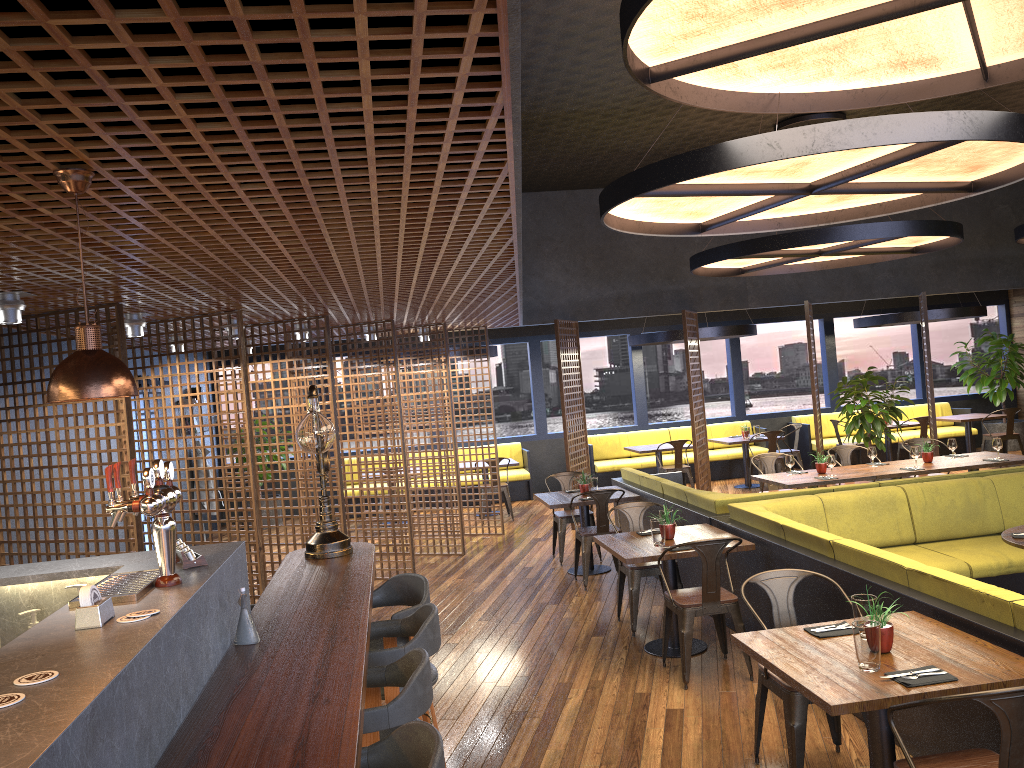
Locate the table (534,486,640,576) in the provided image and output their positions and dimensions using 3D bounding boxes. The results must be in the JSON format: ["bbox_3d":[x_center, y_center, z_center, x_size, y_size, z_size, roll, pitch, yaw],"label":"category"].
[{"bbox_3d":[0.767,1.498,8.946,0.887,0.763,0.906,-5,0,-8],"label":"table"}]

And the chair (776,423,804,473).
[{"bbox_3d":[4.309,1.093,13.945,0.541,0.917,0.504,-5,0,-8],"label":"chair"}]

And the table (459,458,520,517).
[{"bbox_3d":[-0.363,1.569,13.304,0.887,0.763,0.906,-5,0,-8],"label":"table"}]

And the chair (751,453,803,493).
[{"bbox_3d":[2.941,1.231,9.726,0.504,0.917,0.541,-5,0,-8],"label":"chair"}]

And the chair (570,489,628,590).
[{"bbox_3d":[0.822,1.417,8.332,0.504,0.917,0.541,-5,0,-8],"label":"chair"}]

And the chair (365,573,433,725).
[{"bbox_3d":[-0.582,1.492,4.323,0.438,1.048,0.483,-5,0,-16],"label":"chair"}]

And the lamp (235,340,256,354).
[{"bbox_3d":[-3.181,-0.434,10.624,0.228,0.172,0.228,-5,0,-8],"label":"lamp"}]

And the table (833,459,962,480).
[{"bbox_3d":[3.945,1.230,9.085,0.906,0.763,0.887,-5,0,-8],"label":"table"}]

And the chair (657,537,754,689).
[{"bbox_3d":[1.217,1.398,5.653,0.504,0.917,0.541,-5,0,-8],"label":"chair"}]

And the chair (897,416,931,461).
[{"bbox_3d":[6.176,0.938,13.512,0.504,0.917,0.541,-5,0,-8],"label":"chair"}]

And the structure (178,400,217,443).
[{"bbox_3d":[-4.472,0.526,12.722,0.293,0.563,1.220,-5,0,-8],"label":"structure"}]

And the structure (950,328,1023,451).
[{"bbox_3d":[8.650,0.085,15.732,1.493,2.184,1.272,-5,0,-8],"label":"structure"}]

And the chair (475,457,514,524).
[{"bbox_3d":[-0.255,1.484,12.614,0.504,0.917,0.541,-5,0,-8],"label":"chair"}]

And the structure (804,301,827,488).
[{"bbox_3d":[4.187,0.220,12.210,0.050,2.700,0.852,-5,0,22],"label":"structure"}]

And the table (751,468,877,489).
[{"bbox_3d":[3.050,1.306,8.960,0.906,0.763,0.887,-5,0,-8],"label":"table"}]

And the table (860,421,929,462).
[{"bbox_3d":[6.053,1.024,14.204,0.906,0.763,0.887,-5,0,-8],"label":"table"}]

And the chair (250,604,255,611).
[{"bbox_3d":[-1.265,1.550,4.266,0.438,1.048,0.483,-5,0,-37],"label":"chair"}]

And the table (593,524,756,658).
[{"bbox_3d":[1.144,1.481,6.272,0.887,0.763,0.906,-5,0,-8],"label":"table"}]

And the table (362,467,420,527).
[{"bbox_3d":[-1.744,1.686,13.110,0.887,0.763,0.906,-5,0,-8],"label":"table"}]

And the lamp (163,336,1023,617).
[{"bbox_3d":[1.229,0.483,8.309,9.057,2.714,3.017,-5,0,-8],"label":"lamp"}]

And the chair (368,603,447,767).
[{"bbox_3d":[-0.491,1.487,3.741,0.438,1.048,0.483,-5,0,21],"label":"chair"}]

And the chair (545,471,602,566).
[{"bbox_3d":[0.653,1.425,9.547,0.504,0.917,0.541,-5,0,-8],"label":"chair"}]

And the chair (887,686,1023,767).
[{"bbox_3d":[1.574,1.383,2.979,0.504,0.917,0.541,-5,0,-8],"label":"chair"}]

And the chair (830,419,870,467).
[{"bbox_3d":[5.402,1.000,14.159,0.541,0.917,0.504,-5,0,-8],"label":"chair"}]

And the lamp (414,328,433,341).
[{"bbox_3d":[-1.101,-0.612,11.118,0.228,0.172,0.228,-5,0,-8],"label":"lamp"}]

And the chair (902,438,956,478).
[{"bbox_3d":[4.724,1.080,9.976,0.504,0.917,0.541,-5,0,-8],"label":"chair"}]

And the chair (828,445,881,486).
[{"bbox_3d":[3.836,1.155,9.851,0.504,0.917,0.541,-5,0,-8],"label":"chair"}]

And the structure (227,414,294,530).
[{"bbox_3d":[-3.961,1.367,14.051,1.166,1.763,0.993,-5,0,-38],"label":"structure"}]

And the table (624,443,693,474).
[{"bbox_3d":[2.302,1.343,13.676,0.887,0.763,0.906,-5,0,-8],"label":"table"}]

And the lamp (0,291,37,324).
[{"bbox_3d":[-2.859,-0.431,5.042,0.228,0.172,0.228,-5,0,-8],"label":"lamp"}]

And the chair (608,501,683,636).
[{"bbox_3d":[1.045,1.406,6.888,0.504,0.917,0.541,-5,0,-8],"label":"chair"}]

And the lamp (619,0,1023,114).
[{"bbox_3d":[1.796,-2.110,3.611,2.778,1.159,2.778,-5,0,42],"label":"lamp"}]

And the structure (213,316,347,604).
[{"bbox_3d":[-2.175,0.777,8.316,1.319,2.700,0.050,-5,0,22],"label":"structure"}]

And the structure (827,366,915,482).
[{"bbox_3d":[4.667,0.655,11.618,1.166,1.763,0.993,-5,0,-38],"label":"structure"}]

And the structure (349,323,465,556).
[{"bbox_3d":[-1.275,0.689,10.547,1.319,2.700,0.050,-5,0,22],"label":"structure"}]

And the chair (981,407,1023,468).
[{"bbox_3d":[7.587,0.819,13.710,0.504,0.917,0.541,-5,0,-8],"label":"chair"}]

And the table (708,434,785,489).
[{"bbox_3d":[3.684,1.225,13.873,0.906,0.763,0.887,-5,0,-8],"label":"table"}]

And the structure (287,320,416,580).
[{"bbox_3d":[-1.725,0.733,9.432,1.319,2.700,0.050,-5,0,22],"label":"structure"}]

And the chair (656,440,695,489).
[{"bbox_3d":[2.393,1.260,12.984,0.504,0.917,0.541,-5,0,-8],"label":"chair"}]

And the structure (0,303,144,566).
[{"bbox_3d":[-3.075,0.865,6.086,1.319,2.700,0.050,-5,0,22],"label":"structure"}]

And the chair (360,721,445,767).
[{"bbox_3d":[-0.358,1.484,2.347,0.438,1.048,0.483,-5,0,6],"label":"chair"}]

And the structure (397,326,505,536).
[{"bbox_3d":[-0.824,0.645,11.663,1.319,2.700,0.050,-5,0,22],"label":"structure"}]

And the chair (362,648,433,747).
[{"bbox_3d":[-0.470,1.489,3.116,0.438,1.048,0.483,-5,0,-37],"label":"chair"}]

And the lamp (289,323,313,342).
[{"bbox_3d":[-2.104,-0.515,8.875,0.228,0.172,0.228,-5,0,-8],"label":"lamp"}]

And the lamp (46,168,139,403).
[{"bbox_3d":[-1.269,-0.290,2.626,0.250,0.673,0.250,-5,0,25],"label":"lamp"}]

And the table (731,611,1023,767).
[{"bbox_3d":[1.516,1.464,3.598,0.887,0.763,0.906,-5,0,-8],"label":"table"}]

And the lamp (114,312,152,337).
[{"bbox_3d":[-2.833,-0.442,6.656,0.228,0.172,0.228,-5,0,-8],"label":"lamp"}]

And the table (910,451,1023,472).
[{"bbox_3d":[4.836,1.154,9.215,0.906,0.763,0.887,-5,0,-8],"label":"table"}]

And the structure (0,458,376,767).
[{"bbox_3d":[-1.530,0.765,0.512,2.700,2.700,9.298,-5,0,-8],"label":"structure"}]

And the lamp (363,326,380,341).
[{"bbox_3d":[-1.590,-0.564,9.983,0.228,0.172,0.228,-5,0,-8],"label":"lamp"}]

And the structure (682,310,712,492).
[{"bbox_3d":[2.510,0.363,11.976,0.050,2.700,0.852,-5,0,22],"label":"structure"}]

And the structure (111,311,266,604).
[{"bbox_3d":[-2.625,0.821,7.201,1.319,2.700,0.050,-5,0,22],"label":"structure"}]

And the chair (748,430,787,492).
[{"bbox_3d":[3.804,1.140,13.181,0.504,0.917,0.541,-5,0,-8],"label":"chair"}]

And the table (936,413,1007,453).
[{"bbox_3d":[7.434,0.907,14.393,0.887,0.763,0.906,-5,0,-8],"label":"table"}]

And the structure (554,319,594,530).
[{"bbox_3d":[0.832,0.505,11.742,0.050,2.700,0.852,-5,0,22],"label":"structure"}]

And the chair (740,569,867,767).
[{"bbox_3d":[1.403,1.391,4.212,0.504,0.917,0.541,-5,0,-8],"label":"chair"}]

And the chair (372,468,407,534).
[{"bbox_3d":[-1.666,1.604,12.416,0.504,0.917,0.541,-5,0,-8],"label":"chair"}]

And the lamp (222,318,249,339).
[{"bbox_3d":[-2.429,-0.482,7.771,0.228,0.172,0.228,-5,0,-8],"label":"lamp"}]

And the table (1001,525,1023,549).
[{"bbox_3d":[3.531,1.285,5.303,1.007,0.760,1.007,-5,0,30],"label":"table"}]

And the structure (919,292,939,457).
[{"bbox_3d":[5.865,0.078,12.445,0.050,2.700,0.852,-5,0,22],"label":"structure"}]
